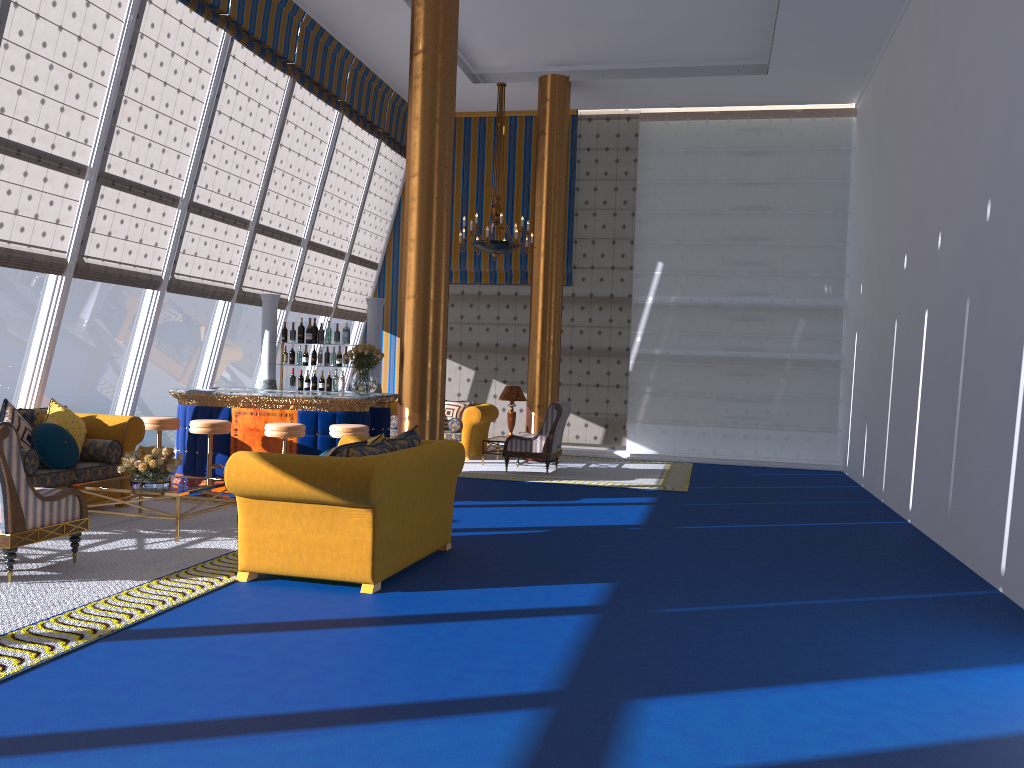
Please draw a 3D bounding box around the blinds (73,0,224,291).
[{"bbox_3d":[-3.693,-2.730,9.275,0.870,3.395,1.371,2,1,13],"label":"blinds"}]

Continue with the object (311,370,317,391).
[{"bbox_3d":[-2.332,-0.043,10.479,0.065,0.244,0.065,2,1,-6],"label":"object"}]

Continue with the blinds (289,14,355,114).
[{"bbox_3d":[-2.587,-4.262,11.952,0.337,0.830,1.531,2,1,13],"label":"blinds"}]

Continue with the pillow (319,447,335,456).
[{"bbox_3d":[-1.335,0.623,6.351,0.394,0.367,0.456,2,1,-27],"label":"pillow"}]

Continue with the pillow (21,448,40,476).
[{"bbox_3d":[-3.971,0.611,7.053,0.371,0.219,0.175,2,1,12],"label":"pillow"}]

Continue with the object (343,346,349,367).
[{"bbox_3d":[-1.954,-0.323,10.444,0.071,0.244,0.072,3,2,33],"label":"object"}]

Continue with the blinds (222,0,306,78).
[{"bbox_3d":[-2.938,-4.250,10.442,0.337,0.830,1.531,2,1,13],"label":"blinds"}]

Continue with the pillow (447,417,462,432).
[{"bbox_3d":[-0.826,0.621,13.630,0.213,0.219,0.375,3,1,18],"label":"pillow"}]

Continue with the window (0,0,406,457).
[{"bbox_3d":[-4.186,-1.827,8.637,1.611,5.857,15.532,2,1,13],"label":"window"}]

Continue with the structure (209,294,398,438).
[{"bbox_3d":[-2.489,0.041,10.646,2.308,2.196,0.770,2,1,3],"label":"structure"}]

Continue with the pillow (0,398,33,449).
[{"bbox_3d":[-4.089,0.433,7.346,0.279,0.619,0.693,2,1,11],"label":"pillow"}]

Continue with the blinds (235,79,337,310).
[{"bbox_3d":[-3.011,-2.753,12.212,0.870,3.395,1.371,2,1,13],"label":"blinds"}]

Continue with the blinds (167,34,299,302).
[{"bbox_3d":[-3.345,-2.742,10.773,0.870,3.395,1.371,2,1,13],"label":"blinds"}]

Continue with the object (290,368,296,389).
[{"bbox_3d":[-2.592,-0.067,10.492,0.071,0.242,0.071,2,1,-6],"label":"object"}]

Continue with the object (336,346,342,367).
[{"bbox_3d":[-2.034,-0.326,10.457,0.069,0.244,0.068,2,1,-6],"label":"object"}]

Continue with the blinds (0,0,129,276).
[{"bbox_3d":[-4.034,-2.719,7.809,0.870,3.395,1.371,2,1,13],"label":"blinds"}]

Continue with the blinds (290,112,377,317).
[{"bbox_3d":[-2.660,-2.764,13.722,0.870,3.395,1.371,2,1,13],"label":"blinds"}]

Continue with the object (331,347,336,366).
[{"bbox_3d":[-2.103,-0.325,10.471,0.059,0.230,0.058,1,2,-28],"label":"object"}]

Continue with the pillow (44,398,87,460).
[{"bbox_3d":[-3.964,0.425,7.876,0.326,0.583,0.582,3,1,33],"label":"pillow"}]

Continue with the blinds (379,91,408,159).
[{"bbox_3d":[-1.886,-4.285,14.968,0.337,0.830,1.531,2,1,13],"label":"blinds"}]

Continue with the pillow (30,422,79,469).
[{"bbox_3d":[-3.876,0.530,7.527,0.317,0.404,0.477,3,1,26],"label":"pillow"}]

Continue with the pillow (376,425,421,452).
[{"bbox_3d":[-0.899,0.641,6.492,0.351,0.673,0.605,3,1,21],"label":"pillow"}]

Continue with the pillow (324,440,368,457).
[{"bbox_3d":[-1.223,0.612,5.943,0.326,0.456,0.524,2,1,12],"label":"pillow"}]

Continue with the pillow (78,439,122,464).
[{"bbox_3d":[-3.753,0.603,8.027,0.371,0.219,0.216,2,1,12],"label":"pillow"}]

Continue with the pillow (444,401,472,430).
[{"bbox_3d":[-0.921,0.492,13.926,0.519,0.456,0.329,2,1,12],"label":"pillow"}]

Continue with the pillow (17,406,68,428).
[{"bbox_3d":[-4.209,0.473,7.927,0.245,0.546,0.613,2,1,10],"label":"pillow"}]

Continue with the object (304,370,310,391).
[{"bbox_3d":[-2.420,-0.044,10.494,0.069,0.244,0.068,2,1,-6],"label":"object"}]

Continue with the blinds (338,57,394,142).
[{"bbox_3d":[-2.237,-4.274,13.458,0.337,0.830,1.531,2,1,13],"label":"blinds"}]

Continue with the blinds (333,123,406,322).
[{"bbox_3d":[-2.322,-2.776,15.174,0.870,3.395,1.371,2,1,13],"label":"blinds"}]

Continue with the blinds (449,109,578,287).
[{"bbox_3d":[-0.218,-3.206,15.372,2.649,2.991,0.152,2,2,12],"label":"blinds"}]

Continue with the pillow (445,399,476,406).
[{"bbox_3d":[-0.887,0.548,14.125,0.610,0.610,0.341,3,1,17],"label":"pillow"}]

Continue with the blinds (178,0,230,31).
[{"bbox_3d":[-3.289,-4.239,8.932,0.337,0.830,1.531,2,1,13],"label":"blinds"}]

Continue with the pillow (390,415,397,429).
[{"bbox_3d":[-1.779,0.581,13.865,0.213,0.219,0.380,3,1,17],"label":"pillow"}]

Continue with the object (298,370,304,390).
[{"bbox_3d":[-2.498,-0.047,10.509,0.065,0.244,0.066,3,2,16],"label":"object"}]

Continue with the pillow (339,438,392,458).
[{"bbox_3d":[-1.029,0.677,5.913,0.337,0.610,0.617,3,1,18],"label":"pillow"}]

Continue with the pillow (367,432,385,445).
[{"bbox_3d":[-1.060,0.590,6.477,0.230,0.492,0.615,3,1,18],"label":"pillow"}]

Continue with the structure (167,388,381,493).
[{"bbox_3d":[-2.583,0.622,9.576,2.310,1.065,0.769,2,1,1],"label":"structure"}]
